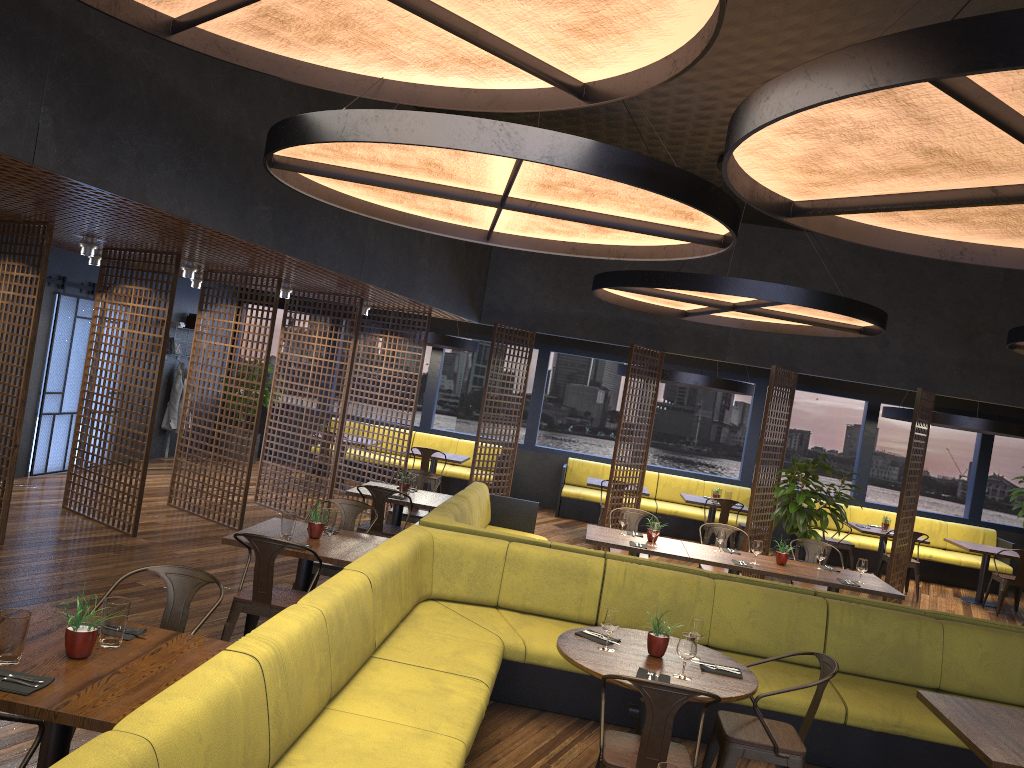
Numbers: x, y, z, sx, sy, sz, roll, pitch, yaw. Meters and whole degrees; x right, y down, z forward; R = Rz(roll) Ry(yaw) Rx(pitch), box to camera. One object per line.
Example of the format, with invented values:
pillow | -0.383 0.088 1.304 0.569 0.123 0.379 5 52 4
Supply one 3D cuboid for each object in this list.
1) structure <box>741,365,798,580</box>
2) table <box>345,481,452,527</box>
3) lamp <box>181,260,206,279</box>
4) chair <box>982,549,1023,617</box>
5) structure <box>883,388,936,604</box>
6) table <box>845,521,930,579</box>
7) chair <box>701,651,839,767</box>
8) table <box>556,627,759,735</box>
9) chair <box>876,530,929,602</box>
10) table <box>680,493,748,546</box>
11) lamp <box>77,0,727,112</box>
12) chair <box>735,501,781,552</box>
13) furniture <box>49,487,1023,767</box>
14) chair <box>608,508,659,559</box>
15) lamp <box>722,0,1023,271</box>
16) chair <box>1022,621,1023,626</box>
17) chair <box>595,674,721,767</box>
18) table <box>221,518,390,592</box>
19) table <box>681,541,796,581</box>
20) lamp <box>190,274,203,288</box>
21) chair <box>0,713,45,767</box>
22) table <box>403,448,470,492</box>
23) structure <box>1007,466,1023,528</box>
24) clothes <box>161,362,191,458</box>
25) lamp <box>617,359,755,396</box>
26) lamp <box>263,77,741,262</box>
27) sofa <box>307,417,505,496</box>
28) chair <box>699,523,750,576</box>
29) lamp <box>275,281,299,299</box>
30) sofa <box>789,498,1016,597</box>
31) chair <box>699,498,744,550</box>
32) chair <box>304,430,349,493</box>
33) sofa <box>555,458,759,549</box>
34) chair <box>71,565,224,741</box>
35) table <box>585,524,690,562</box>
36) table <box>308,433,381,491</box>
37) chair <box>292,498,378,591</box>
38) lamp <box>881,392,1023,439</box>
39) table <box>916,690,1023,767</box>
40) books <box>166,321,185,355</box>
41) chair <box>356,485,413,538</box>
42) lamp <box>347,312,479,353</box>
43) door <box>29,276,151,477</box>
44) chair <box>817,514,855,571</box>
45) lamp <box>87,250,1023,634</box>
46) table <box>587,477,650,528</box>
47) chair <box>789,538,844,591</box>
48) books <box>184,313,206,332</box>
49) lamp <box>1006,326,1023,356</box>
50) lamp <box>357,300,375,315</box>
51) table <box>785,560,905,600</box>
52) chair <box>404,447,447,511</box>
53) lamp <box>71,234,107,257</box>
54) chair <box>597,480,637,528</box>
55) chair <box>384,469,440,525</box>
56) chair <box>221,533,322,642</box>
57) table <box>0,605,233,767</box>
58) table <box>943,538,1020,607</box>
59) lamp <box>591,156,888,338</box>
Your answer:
structure | 3.173 1.147 10.991 0.050 2.700 0.852 9 0 36
table | -1.127 1.446 8.665 0.887 0.763 0.906 9 0 6
lamp | -3.363 -1.193 9.242 0.228 0.172 0.228 9 0 6
chair | 6.585 2.594 11.646 0.504 0.917 0.541 9 0 6
structure | 4.842 1.417 10.815 0.050 2.700 0.852 9 0 36
table | 5.208 2.448 12.497 0.906 0.763 0.887 9 0 6
chair | 1.264 1.773 4.405 0.541 0.917 0.504 9 0 6
table | 0.664 1.756 4.464 1.007 0.760 1.007 9 0 43
chair | 5.181 2.367 11.794 0.504 0.917 0.541 9 0 6
table | 2.851 2.067 12.746 0.906 0.763 0.887 9 0 6
lamp | -0.554 -2.016 3.168 2.778 1.159 2.778 9 0 -34
chair | 3.488 2.090 12.664 0.541 0.917 0.504 9 0 6
furniture | 1.137 1.752 5.301 4.895 0.914 7.462 9 0 1
chair | 1.169 1.735 8.898 0.504 0.917 0.541 9 0 6
lamp | 2.296 -1.378 3.246 2.778 1.475 2.778 9 0 -35
chair | 5.590 2.446 9.220 0.541 0.917 0.504 9 0 6
chair | 0.582 1.666 3.854 0.504 0.917 0.541 9 0 6
table | -1.401 1.416 5.979 0.887 0.763 0.906 9 0 6
table | 1.962 1.947 8.036 0.906 0.763 0.887 9 0 6
lamp | -3.982 -1.302 11.200 0.228 0.172 0.228 9 0 6
chair | -1.752 1.296 2.677 0.504 0.917 0.541 9 0 6
table | -1.176 1.416 13.167 0.887 0.763 0.906 9 0 6
structure | 8.240 2.213 13.340 1.493 2.184 1.272 9 0 6
clothes | -5.068 0.415 13.547 0.401 1.494 0.423 9 0 2
lamp | 2.681 -1.057 12.943 1.979 2.172 1.979 9 0 -39
lamp | 0.050 -1.750 5.316 2.778 1.475 2.778 9 0 10
sofa | -1.717 1.245 14.546 3.061 0.914 0.966 9 0 6
chair | 2.059 1.879 8.804 0.504 0.917 0.541 9 0 6
lamp | -2.605 -1.075 10.195 0.228 0.172 0.228 9 0 6
sofa | 6.004 2.494 13.731 3.061 0.914 0.966 9 0 6
chair | 2.821 1.986 12.043 0.504 0.917 0.541 9 0 6
chair | -2.621 1.106 12.618 0.504 0.917 0.541 9 0 6
sofa | 2.283 1.892 14.124 3.061 0.914 0.966 9 0 6
chair | -1.623 1.310 3.915 0.504 0.917 0.541 9 0 6
table | 1.072 1.804 8.130 0.906 0.763 0.887 9 0 6
table | -2.550 1.194 13.312 0.887 0.763 0.906 9 0 6
chair | -1.330 1.344 6.598 0.504 0.917 0.541 9 0 6
lamp | 6.459 -0.448 12.544 1.979 2.172 1.979 9 0 -9
table | 2.457 2.047 4.164 0.887 0.763 0.906 9 0 6
books | -5.004 -0.682 13.129 0.223 0.489 0.286 9 0 -3
chair | -1.201 1.357 8.054 0.504 0.917 0.541 9 0 6
lamp | -1.321 -1.704 13.365 1.979 2.172 1.979 9 0 12
door | -5.384 -0.084 11.244 0.052 2.386 2.441 9 0 6
chair | 4.591 2.268 12.608 0.541 0.917 0.504 9 0 6
lamp | -0.598 0.547 7.916 9.057 2.714 3.017 9 0 6
table | 1.475 1.845 12.887 0.887 0.763 0.906 9 0 6
chair | 2.943 2.022 8.710 0.504 0.917 0.541 9 0 6
books | -4.896 -0.959 13.798 0.177 0.245 0.450 9 0 6
lamp | 6.222 -0.847 8.147 2.778 1.362 2.778 9 0 -30
lamp | -1.864 -0.961 11.178 0.228 0.172 0.228 9 0 6
table | 2.850 2.091 7.947 0.906 0.763 0.887 9 0 6
chair | -1.217 1.333 12.469 0.504 0.917 0.541 9 0 6
lamp | -3.938 -1.280 8.249 0.228 0.172 0.228 9 0 6
chair | 1.417 1.758 12.191 0.504 0.917 0.541 9 0 6
chair | -1.074 1.372 9.274 0.504 0.917 0.541 9 0 6
chair | -1.459 1.330 5.359 0.504 0.917 0.541 9 0 6
table | -1.679 1.385 3.293 0.887 0.763 0.906 9 0 6
table | 6.581 2.670 12.348 0.887 0.763 0.906 9 0 6
lamp | 2.267 -1.410 8.643 2.778 1.475 2.778 9 0 6
